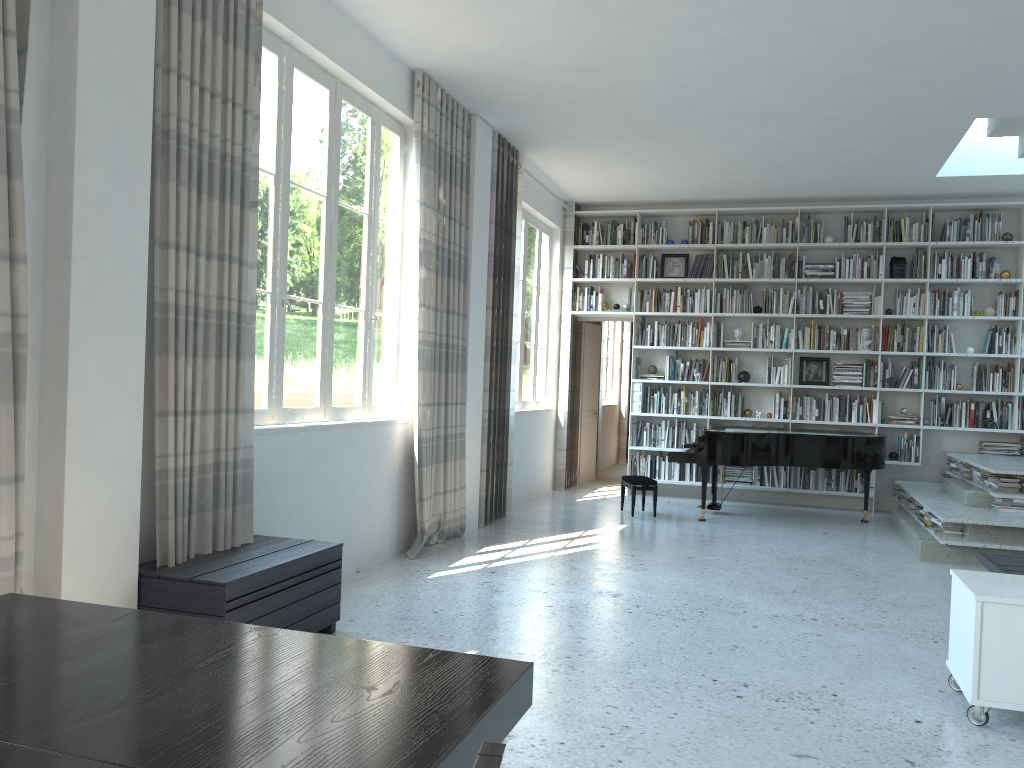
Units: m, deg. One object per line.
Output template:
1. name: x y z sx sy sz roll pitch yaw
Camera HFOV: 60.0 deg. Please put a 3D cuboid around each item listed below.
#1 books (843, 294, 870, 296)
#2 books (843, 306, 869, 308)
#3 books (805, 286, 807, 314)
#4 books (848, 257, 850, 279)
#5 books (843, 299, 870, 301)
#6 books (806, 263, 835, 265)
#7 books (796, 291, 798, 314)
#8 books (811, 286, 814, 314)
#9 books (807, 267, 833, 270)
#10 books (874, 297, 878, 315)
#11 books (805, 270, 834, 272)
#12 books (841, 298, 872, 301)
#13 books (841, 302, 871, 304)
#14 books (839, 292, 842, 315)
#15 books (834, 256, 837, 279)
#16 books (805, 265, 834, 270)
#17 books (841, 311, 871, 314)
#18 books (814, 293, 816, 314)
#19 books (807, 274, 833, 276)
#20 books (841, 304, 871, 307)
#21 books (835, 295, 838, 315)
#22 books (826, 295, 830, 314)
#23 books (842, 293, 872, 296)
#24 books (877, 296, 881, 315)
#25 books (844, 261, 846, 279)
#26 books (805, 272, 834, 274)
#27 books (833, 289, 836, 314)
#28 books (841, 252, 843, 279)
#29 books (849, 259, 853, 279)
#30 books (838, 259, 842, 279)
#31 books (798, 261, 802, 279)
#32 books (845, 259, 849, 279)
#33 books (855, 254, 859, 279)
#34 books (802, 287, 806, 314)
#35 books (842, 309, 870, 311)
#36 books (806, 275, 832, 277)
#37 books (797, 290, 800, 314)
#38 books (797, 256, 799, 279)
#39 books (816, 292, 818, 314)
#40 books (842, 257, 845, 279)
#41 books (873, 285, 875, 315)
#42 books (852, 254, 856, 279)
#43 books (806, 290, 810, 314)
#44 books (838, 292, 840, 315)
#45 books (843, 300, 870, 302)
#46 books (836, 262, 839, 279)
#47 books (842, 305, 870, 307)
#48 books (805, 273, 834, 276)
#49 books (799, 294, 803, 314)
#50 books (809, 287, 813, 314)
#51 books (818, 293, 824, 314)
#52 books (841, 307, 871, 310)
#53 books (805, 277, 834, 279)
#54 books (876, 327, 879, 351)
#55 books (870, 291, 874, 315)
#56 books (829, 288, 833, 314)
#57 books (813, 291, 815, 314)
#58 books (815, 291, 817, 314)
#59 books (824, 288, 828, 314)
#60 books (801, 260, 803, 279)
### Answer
1. books: 3.587 -0.918 9.240 0.254 0.012 0.161 2 0 17
2. books: 3.581 -0.795 9.237 0.254 0.012 0.161 2 0 19
3. books: 3.111 -0.878 9.393 0.014 0.313 0.133 2 1 17
4. books: 3.514 -1.195 9.258 0.012 0.244 0.131 2 1 17
5. books: 3.584 -0.868 9.236 0.254 0.012 0.161 2 0 19
6. books: 3.244 -1.253 9.345 0.285 0.024 0.159 2 0 17
7. books: 3.020 -0.852 9.414 0.012 0.254 0.161 2 1 17
8. books: 3.170 -0.869 9.358 0.011 0.300 0.179 2 1 17
9. books: 3.240 -1.204 9.336 0.254 0.025 0.161 2 0 13
10. books: 3.762 -0.796 9.181 0.029 0.198 0.172 2 1 17
11. books: 3.238 -1.180 9.334 0.285 0.024 0.159 2 0 22
12. books: 3.585 -0.880 9.239 0.285 0.012 0.159 2 0 16
13. books: 3.582 -0.843 9.235 0.285 0.012 0.159 2 0 20
14. books: 3.426 -0.833 9.262 0.013 0.247 0.176 2 1 17
15. books: 3.387 -1.205 9.287 0.012 0.254 0.161 2 1 17
16. books: 3.242 -1.229 9.340 0.285 0.024 0.159 2 0 19
17. books: 3.580 -0.746 9.240 0.285 0.012 0.159 2 0 18
18. books: 3.191 -0.835 9.354 0.014 0.233 0.147 2 1 17
19. books: 3.237 -1.138 9.340 0.254 0.012 0.161 2 0 14
20. books: 3.582 -0.819 9.240 0.285 0.012 0.159 2 0 18
21. books: 3.400 -0.818 9.292 0.024 0.216 0.132 2 1 17
22. books: 3.317 -0.822 9.313 0.024 0.216 0.148 2 1 17
23. books: 3.584 -0.930 9.229 0.285 0.012 0.159 2 0 12
24. books: 3.792 -0.798 9.177 0.030 0.205 0.158 2 1 17
25. books: 3.478 -1.176 9.272 0.011 0.204 0.133 2 1 17
26. books: 3.238 -1.162 9.342 0.285 0.012 0.159 2 0 15
27. books: 3.375 -0.846 9.283 0.021 0.269 0.191 2 1 17
28. books: 3.440 -1.218 9.254 0.011 0.284 0.190 2 1 17
29. books: 3.530 -1.182 9.243 0.028 0.219 0.183 2 1 17
30. books: 3.434 -1.188 9.299 0.024 0.223 0.128 2 1 17
31. books: 3.046 -1.191 9.384 0.027 0.201 0.167 2 1 17
32. books: 3.492 -1.182 9.252 0.027 0.216 0.190 2 1 17
33. books: 3.583 -1.205 9.226 0.023 0.269 0.185 2 1 17
34. books: 3.086 -0.871 9.380 0.026 0.297 0.179 2 1 17
35. books: 3.581 -0.771 9.240 0.254 0.012 0.161 2 0 16
36. books: 3.235 -1.126 9.336 0.254 0.012 0.161 2 0 22
37. books: 3.036 -0.857 9.398 0.026 0.267 0.170 2 1 17
38. books: 3.034 -1.218 9.409 0.012 0.254 0.161 2 1 17
39. books: 3.216 -0.837 9.344 0.011 0.239 0.147 2 1 17
40. books: 3.460 -1.194 9.265 0.021 0.237 0.171 2 1 17
41. books: 3.745 -0.857 9.188 0.012 0.319 0.140 2 1 17
42. books: 3.564 -1.208 9.254 0.029 0.273 0.140 2 1 17
43. books: 3.121 -0.854 9.362 0.025 0.266 0.185 2 1 17
44. books: 3.417 -0.832 9.278 0.015 0.245 0.183 2 1 17
45. books: 3.582 -0.855 9.235 0.254 0.012 0.161 2 0 14
46. books: 3.402 -1.171 9.278 0.025 0.187 0.193 2 0 17
47. books: 3.582 -0.807 9.237 0.254 0.012 0.161 2 0 15
48. books: 3.237 -1.150 9.340 0.285 0.012 0.159 2 0 14
49. books: 3.065 -0.837 9.406 0.027 0.228 0.147 2 1 17
50. books: 3.153 -0.867 9.371 0.029 0.295 0.151 2 1 17
51. books: 3.251 -0.834 9.326 0.066 0.237 0.153 2 1 17
52. books: 3.580 -0.783 9.235 0.285 0.012 0.159 2 0 14
53. books: 3.236 -1.114 9.340 0.285 0.012 0.159 2 0 20
54. books: 3.785 -0.459 9.188 0.023 0.265 0.107 2 1 17
55. books: 3.728 -0.825 9.177 0.012 0.254 0.161 2 1 17
56. books: 3.346 -0.858 9.307 0.049 0.291 0.162 2 1 17
57. books: 3.180 -0.844 9.357 0.011 0.252 0.153 2 1 17
58. books: 3.204 -0.843 9.346 0.014 0.250 0.172 2 1 17
59. books: 3.298 -0.857 9.325 0.022 0.285 0.130 2 1 17
60. books: 3.069 -1.199 9.391 0.013 0.218 0.141 2 1 17
